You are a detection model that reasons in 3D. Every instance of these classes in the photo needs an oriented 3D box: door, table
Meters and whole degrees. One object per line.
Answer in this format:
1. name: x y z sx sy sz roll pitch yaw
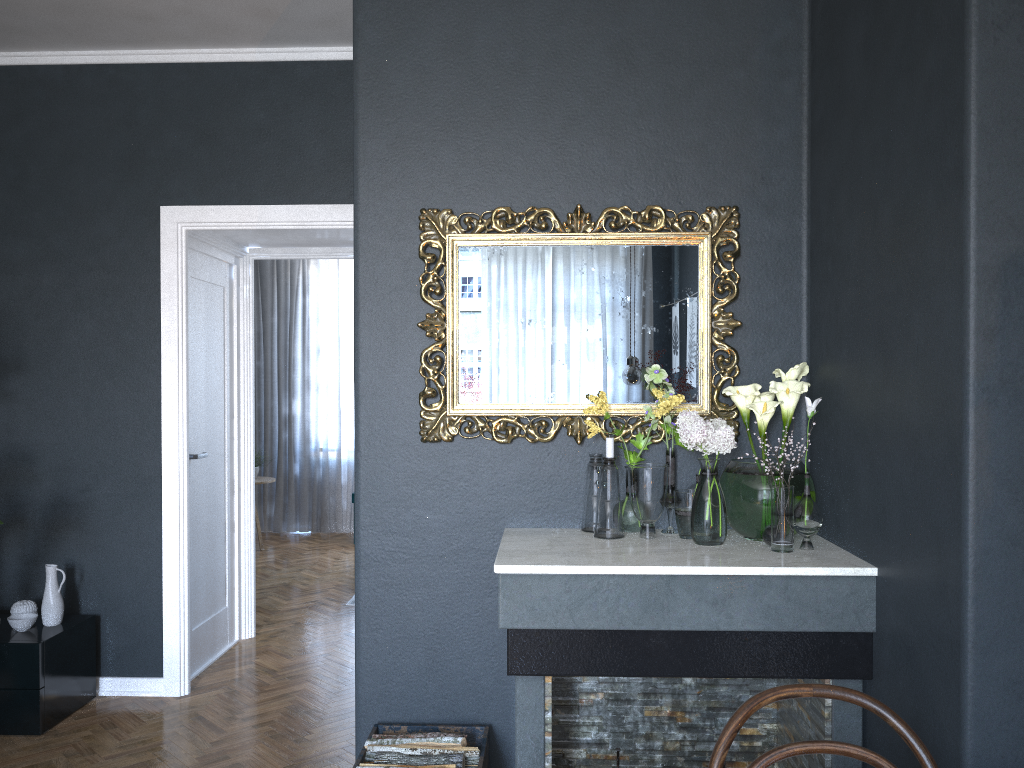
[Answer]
1. door: -1.603 0.362 4.629 0.162 2.187 0.856 0 1 2
2. table: -2.402 0.986 8.004 0.594 0.960 0.730 0 0 16

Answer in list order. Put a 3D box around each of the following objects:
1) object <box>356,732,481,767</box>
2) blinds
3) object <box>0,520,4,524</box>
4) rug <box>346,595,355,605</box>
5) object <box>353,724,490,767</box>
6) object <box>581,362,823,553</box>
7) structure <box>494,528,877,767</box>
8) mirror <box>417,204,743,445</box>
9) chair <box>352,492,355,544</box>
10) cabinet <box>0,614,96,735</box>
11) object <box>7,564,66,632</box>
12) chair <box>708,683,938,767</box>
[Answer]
1. object: -0.271 1.209 2.653 0.370 0.247 0.533 0 0 2
2. blinds: -0.668 0.065 8.730 3.992 2.789 0.312 0 1 2
3. object: -2.347 0.512 3.153 1.118 1.899 0.763 0 1 -4
4. rug: -0.334 1.461 6.832 1.458 0.013 2.045 0 0 2
5. object: -0.275 1.285 2.654 0.383 0.326 0.552 0 0 2
6. object: 0.572 0.205 2.687 0.727 0.547 0.474 0 0 5
7. structure: 0.454 0.968 2.542 1.065 0.981 0.834 0 0 2
8. mirror: 0.217 -0.193 2.903 1.057 0.784 0.067 0 1 2
9. chair: -1.240 1.065 8.353 0.435 0.799 0.592 0 0 2
10. cabinet: -2.256 1.261 3.881 0.650 0.390 0.456 0 0 2
11. object: -2.125 0.932 3.904 0.228 0.268 0.228 0 0 36
12. chair: 0.519 0.986 1.301 0.438 0.921 0.549 0 1 5
